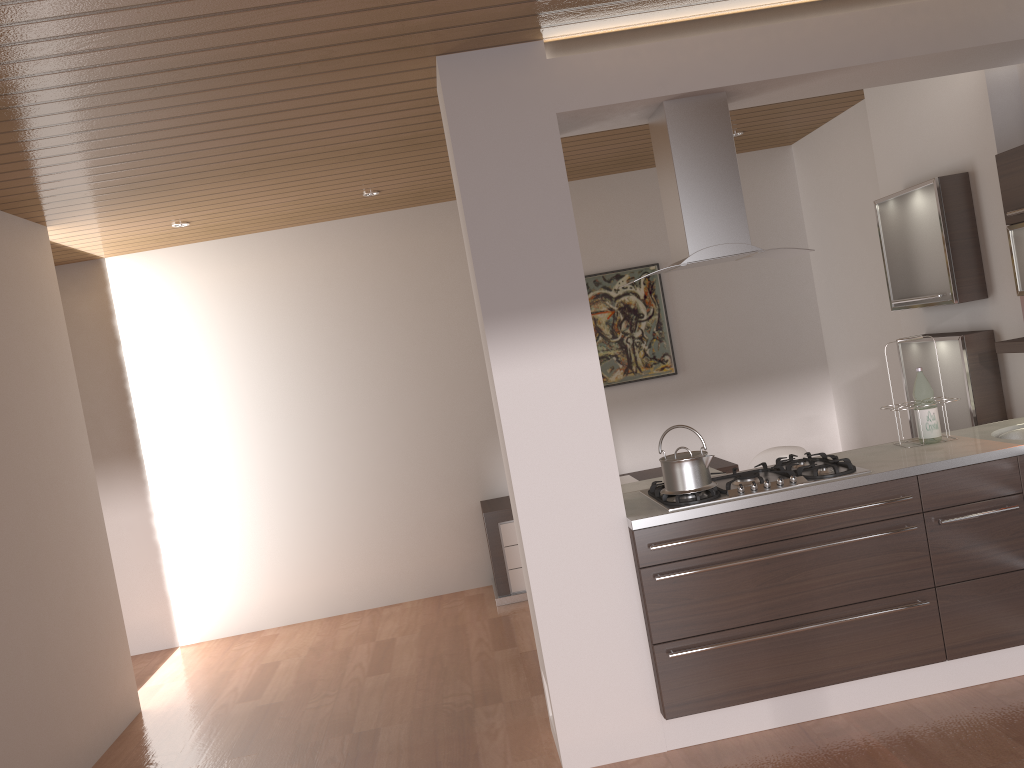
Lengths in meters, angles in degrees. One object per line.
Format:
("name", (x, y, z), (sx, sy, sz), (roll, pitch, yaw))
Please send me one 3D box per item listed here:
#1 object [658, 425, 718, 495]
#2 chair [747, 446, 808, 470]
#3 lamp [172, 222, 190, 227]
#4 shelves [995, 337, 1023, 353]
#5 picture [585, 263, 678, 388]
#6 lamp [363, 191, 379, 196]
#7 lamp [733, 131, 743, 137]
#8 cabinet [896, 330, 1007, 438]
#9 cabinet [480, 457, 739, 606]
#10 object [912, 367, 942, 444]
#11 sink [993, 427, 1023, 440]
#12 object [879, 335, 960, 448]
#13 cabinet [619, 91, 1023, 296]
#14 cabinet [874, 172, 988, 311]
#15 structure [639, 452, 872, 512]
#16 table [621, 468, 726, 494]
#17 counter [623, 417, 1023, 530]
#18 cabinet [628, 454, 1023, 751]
("object", (0.663, 0.281, 3.430), (0.221, 0.251, 0.221), (-10, 2, -11))
("chair", (1.294, 0.793, 4.542), (0.608, 0.847, 0.491), (-11, 2, -34))
("lamp", (-2.000, -0.982, 5.341), (0.102, 0.055, 0.102), (-11, 2, -21))
("shelves", (2.374, -0.168, 3.035), (0.313, 0.050, 1.850), (-10, 2, -4))
("picture", (0.480, -0.349, 6.248), (1.277, 0.801, 0.018), (-10, 2, -4))
("lamp", (-0.866, -1.187, 5.423), (0.102, 0.055, 0.102), (-11, 2, -21))
("lamp", (1.402, -1.596, 5.589), (0.102, 0.055, 0.102), (-10, 2, 13))
("cabinet", (2.203, 0.050, 4.480), (0.194, 0.600, 0.598), (-10, 2, -4))
("cabinet", (0.683, 0.970, 6.016), (1.740, 0.608, 0.540), (-10, 2, -4))
("object", (1.737, 0.089, 3.729), (0.091, 0.319, 0.091), (-9, 2, 31))
("sink", (2.193, 0.196, 3.601), (0.450, 0.347, 0.494), (-10, 2, 2))
("object", (1.726, 0.024, 3.780), (0.291, 0.453, 0.210), (-10, 2, 1))
("cabinet", (1.424, -0.741, 3.003), (2.058, 1.032, 1.399), (-10, 2, 0))
("cabinet", (2.015, -0.677, 4.431), (0.172, 0.600, 0.619), (-11, 2, -18))
("structure", (0.950, 0.376, 3.571), (0.797, 0.047, 0.494), (-10, 2, -4))
("table", (0.834, 0.924, 4.420), (0.800, 0.758, 1.100), (-10, 2, -4))
("counter", (1.520, 0.336, 2.980), (2.150, 0.036, 1.850), (-10, 2, -4))
("cabinet", (1.600, 0.782, 2.996), (2.150, 0.870, 1.850), (-10, 2, -4))
